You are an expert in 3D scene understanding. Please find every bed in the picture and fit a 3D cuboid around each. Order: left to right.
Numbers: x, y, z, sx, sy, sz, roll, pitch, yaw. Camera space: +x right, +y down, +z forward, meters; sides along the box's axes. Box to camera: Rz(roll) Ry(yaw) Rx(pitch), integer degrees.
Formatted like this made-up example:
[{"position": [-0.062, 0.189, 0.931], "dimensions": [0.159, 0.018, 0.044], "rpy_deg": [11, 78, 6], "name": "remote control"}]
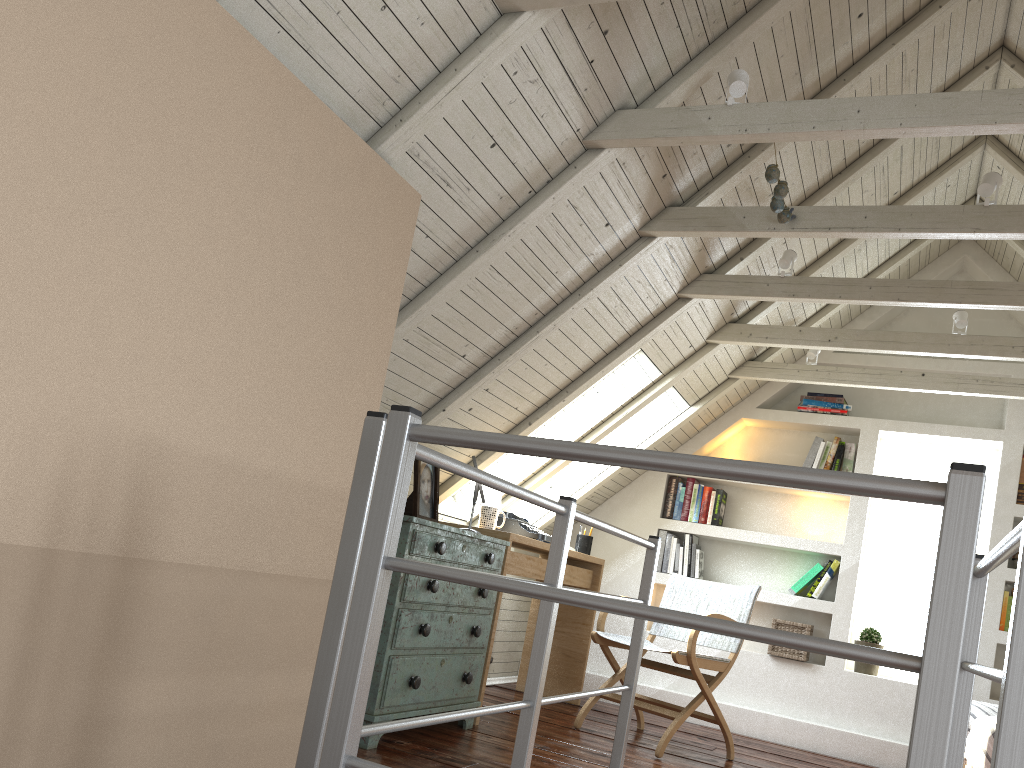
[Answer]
[{"position": [2.608, 1.437, 3.092], "dimensions": [1.867, 0.695, 1.915], "rpy_deg": [5, -12, 25], "name": "bed"}]

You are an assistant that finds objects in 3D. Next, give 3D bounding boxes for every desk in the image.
[{"position": [0.013, 1.172, 4.313], "dimensions": [0.375, 0.793, 1.354], "rpy_deg": [8, -10, 25], "name": "desk"}]

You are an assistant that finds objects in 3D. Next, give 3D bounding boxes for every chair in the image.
[{"position": [0.716, 1.247, 4.015], "dimensions": [0.569, 0.781, 0.549], "rpy_deg": [17, -9, -39], "name": "chair"}]

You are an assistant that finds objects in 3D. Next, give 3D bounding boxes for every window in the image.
[{"position": [1.014, 0.579, 4.425], "dimensions": [3.091, 1.356, 1.426], "rpy_deg": [10, -9, 2], "name": "window"}]

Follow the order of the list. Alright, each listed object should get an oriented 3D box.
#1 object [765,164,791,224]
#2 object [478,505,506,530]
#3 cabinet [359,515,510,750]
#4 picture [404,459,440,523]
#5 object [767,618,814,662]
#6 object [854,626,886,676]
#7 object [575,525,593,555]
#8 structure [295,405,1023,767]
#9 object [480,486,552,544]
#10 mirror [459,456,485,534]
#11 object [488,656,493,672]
[{"position": [0.776, -0.543, 2.548], "dimensions": [0.059, 0.066, 0.290], "rpy_deg": [7, -12, 24], "name": "object"}, {"position": [-0.092, 0.588, 3.834], "dimensions": [0.110, 0.099, 0.083], "rpy_deg": [14, -9, -24], "name": "object"}, {"position": [-0.396, 0.899, 3.286], "dimensions": [0.413, 0.757, 0.821], "rpy_deg": [7, -9, 25], "name": "cabinet"}, {"position": [-0.358, 0.386, 3.302], "dimensions": [0.146, 0.255, 0.205], "rpy_deg": [8, -8, 20], "name": "picture"}, {"position": [1.555, 1.426, 4.905], "dimensions": [0.203, 0.198, 0.209], "rpy_deg": [7, -9, 25], "name": "object"}, {"position": [1.937, 1.437, 4.768], "dimensions": [0.158, 0.267, 0.163], "rpy_deg": [8, -7, 18], "name": "object"}, {"position": [0.399, 0.854, 4.833], "dimensions": [0.089, 0.183, 0.089], "rpy_deg": [12, -6, -11], "name": "object"}, {"position": [0.383, 0.753, 1.686], "dimensions": [0.831, 0.981, 1.676], "rpy_deg": [7, -11, 25], "name": "structure"}, {"position": [0.050, 0.624, 4.215], "dimensions": [0.352, 0.235, 0.397], "rpy_deg": [7, -11, 20], "name": "object"}, {"position": [-0.148, 0.453, 3.578], "dimensions": [0.114, 0.315, 0.207], "rpy_deg": [13, -7, -21], "name": "mirror"}, {"position": [-0.215, 1.308, 3.867], "dimensions": [0.223, 0.249, 0.229], "rpy_deg": [8, -9, 19], "name": "object"}]
